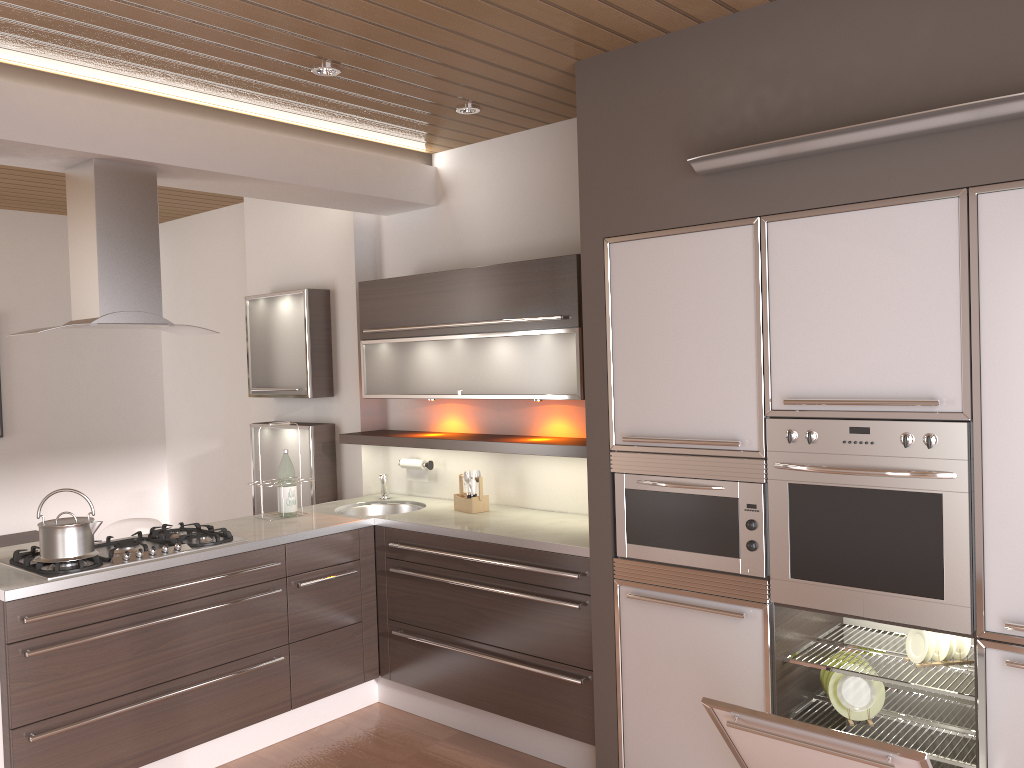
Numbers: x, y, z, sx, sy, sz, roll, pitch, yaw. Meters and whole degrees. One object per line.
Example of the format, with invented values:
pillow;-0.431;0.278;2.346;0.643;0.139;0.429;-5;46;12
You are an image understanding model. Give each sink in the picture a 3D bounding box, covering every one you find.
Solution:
sink;-0.671;0.637;4.457;0.450;0.347;0.494;-3;2;-43

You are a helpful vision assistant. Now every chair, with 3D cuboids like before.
chair;-2.011;1.144;4.430;0.491;0.847;0.608;-2;2;11

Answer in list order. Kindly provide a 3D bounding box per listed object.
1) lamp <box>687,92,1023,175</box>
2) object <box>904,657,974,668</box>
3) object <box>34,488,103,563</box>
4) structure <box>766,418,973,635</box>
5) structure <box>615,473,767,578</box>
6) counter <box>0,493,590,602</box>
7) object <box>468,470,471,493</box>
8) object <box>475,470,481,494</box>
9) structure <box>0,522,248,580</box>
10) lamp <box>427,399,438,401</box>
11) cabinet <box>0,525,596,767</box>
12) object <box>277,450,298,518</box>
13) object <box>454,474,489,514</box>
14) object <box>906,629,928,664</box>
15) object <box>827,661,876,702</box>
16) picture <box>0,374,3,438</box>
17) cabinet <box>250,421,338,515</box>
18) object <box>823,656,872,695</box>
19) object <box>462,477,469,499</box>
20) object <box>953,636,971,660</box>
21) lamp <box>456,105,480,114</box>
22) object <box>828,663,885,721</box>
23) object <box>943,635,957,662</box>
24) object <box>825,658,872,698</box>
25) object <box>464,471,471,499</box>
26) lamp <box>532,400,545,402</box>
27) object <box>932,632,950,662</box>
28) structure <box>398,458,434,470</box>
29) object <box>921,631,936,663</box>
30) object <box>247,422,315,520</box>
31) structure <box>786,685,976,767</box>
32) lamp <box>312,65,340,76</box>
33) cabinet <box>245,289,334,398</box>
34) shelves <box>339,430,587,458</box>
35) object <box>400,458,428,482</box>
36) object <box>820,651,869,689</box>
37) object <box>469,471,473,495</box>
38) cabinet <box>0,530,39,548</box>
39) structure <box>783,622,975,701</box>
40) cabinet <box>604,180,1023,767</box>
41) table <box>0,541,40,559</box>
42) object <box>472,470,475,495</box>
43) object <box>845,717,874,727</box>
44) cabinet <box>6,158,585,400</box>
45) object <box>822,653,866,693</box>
lamp;0.967;-0.702;2.524;1.020;0.033;0.139;0;2;41
object;1.351;0.874;2.805;0.190;0.009;0.073;-2;2;-7
object;-1.641;0.509;3.265;0.221;0.251;0.221;-1;2;34
structure;1.022;0.399;2.606;0.582;0.583;0.066;0;2;41
structure;0.585;0.470;3.010;0.569;0.301;0.049;0;2;41
counter;-0.721;0.662;3.533;1.850;0.036;2.150;0;2;41
object;-0.194;0.509;4.225;0.022;0.196;0.018;0;2;43
object;-0.167;0.505;4.220;0.042;0.192;0.040;-2;2;-1
structure;-1.543;0.647;3.552;0.494;0.047;0.797;0;2;41
lamp;-0.400;0.075;4.462;0.056;0.018;0.056;-1;2;13
cabinet;-0.707;1.114;3.545;1.850;0.870;2.150;0;2;41
object;-1.078;0.474;4.245;0.091;0.319;0.091;-2;2;-14
object;-0.196;0.522;4.259;0.100;0.170;0.173;-3;2;-37
object;1.277;0.822;2.794;0.032;0.112;0.115;-2;2;-8
object;1.114;0.991;2.882;0.177;0.173;0.042;-2;2;6
picture;-3.707;-0.030;5.216;0.018;0.801;1.277;0;2;41
cabinet;-1.272;0.527;5.106;0.598;0.600;0.194;0;2;41
object;1.120;0.990;2.930;0.177;0.173;0.042;-2;2;6
object;-0.212;0.519;4.217;0.044;0.178;0.019;-1;2;16
object;1.419;0.817;2.812;0.032;0.112;0.115;-2;2;-8
lamp;-0.188;-1.194;3.788;0.102;0.055;0.102;-2;2;-21
object;1.111;0.992;2.858;0.177;0.173;0.042;-2;2;6
object;1.372;0.819;2.806;0.032;0.112;0.115;-2;2;-8
object;1.117;0.990;2.906;0.177;0.173;0.042;-2;2;6
object;-0.205;0.507;4.190;0.042;0.192;0.040;-2;2;-2
lamp;0.120;0.071;4.008;0.056;0.018;0.056;-1;2;13
object;1.348;0.820;2.803;0.032;0.112;0.115;-2;2;-8
structure;-0.492;0.421;4.687;0.237;0.049;0.087;0;2;41
object;1.301;0.821;2.797;0.032;0.112;0.115;-2;2;-8
object;-1.117;0.411;4.281;0.291;0.453;0.210;-3;2;-44
structure;1.262;1.082;2.873;0.583;0.012;0.479;0;2;41
lamp;-0.677;-1.163;3.227;0.102;0.055;0.102;-1;2;13
cabinet;-1.321;-0.220;5.029;0.619;0.600;0.172;-1;2;27
shelves;-0.120;0.279;4.225;1.850;0.050;0.313;0;2;41
object;-0.519;0.456;4.678;0.165;0.119;0.053;-1;2;41
object;1.127;0.988;2.978;0.177;0.173;0.042;-2;2;6
object;-0.192;0.510;4.202;0.018;0.196;0.023;0;2;43
cabinet;-3.491;1.294;5.031;0.540;0.608;1.740;0;2;41
structure;1.256;0.883;2.868;0.583;0.012;0.479;0;2;41
cabinet;1.085;0.441;2.677;1.796;1.948;1.047;0;2;41
table;-2.260;1.207;4.008;1.100;0.758;0.800;0;2;41
object;-0.183;0.509;4.222;0.020;0.196;0.017;-3;2;-26
object;1.122;1.078;2.904;0.073;0.009;0.190;-2;2;8
cabinet;-0.732;-0.417;3.613;2.058;1.032;1.399;-3;2;-45
object;1.123;0.989;2.954;0.177;0.173;0.042;-2;2;6
